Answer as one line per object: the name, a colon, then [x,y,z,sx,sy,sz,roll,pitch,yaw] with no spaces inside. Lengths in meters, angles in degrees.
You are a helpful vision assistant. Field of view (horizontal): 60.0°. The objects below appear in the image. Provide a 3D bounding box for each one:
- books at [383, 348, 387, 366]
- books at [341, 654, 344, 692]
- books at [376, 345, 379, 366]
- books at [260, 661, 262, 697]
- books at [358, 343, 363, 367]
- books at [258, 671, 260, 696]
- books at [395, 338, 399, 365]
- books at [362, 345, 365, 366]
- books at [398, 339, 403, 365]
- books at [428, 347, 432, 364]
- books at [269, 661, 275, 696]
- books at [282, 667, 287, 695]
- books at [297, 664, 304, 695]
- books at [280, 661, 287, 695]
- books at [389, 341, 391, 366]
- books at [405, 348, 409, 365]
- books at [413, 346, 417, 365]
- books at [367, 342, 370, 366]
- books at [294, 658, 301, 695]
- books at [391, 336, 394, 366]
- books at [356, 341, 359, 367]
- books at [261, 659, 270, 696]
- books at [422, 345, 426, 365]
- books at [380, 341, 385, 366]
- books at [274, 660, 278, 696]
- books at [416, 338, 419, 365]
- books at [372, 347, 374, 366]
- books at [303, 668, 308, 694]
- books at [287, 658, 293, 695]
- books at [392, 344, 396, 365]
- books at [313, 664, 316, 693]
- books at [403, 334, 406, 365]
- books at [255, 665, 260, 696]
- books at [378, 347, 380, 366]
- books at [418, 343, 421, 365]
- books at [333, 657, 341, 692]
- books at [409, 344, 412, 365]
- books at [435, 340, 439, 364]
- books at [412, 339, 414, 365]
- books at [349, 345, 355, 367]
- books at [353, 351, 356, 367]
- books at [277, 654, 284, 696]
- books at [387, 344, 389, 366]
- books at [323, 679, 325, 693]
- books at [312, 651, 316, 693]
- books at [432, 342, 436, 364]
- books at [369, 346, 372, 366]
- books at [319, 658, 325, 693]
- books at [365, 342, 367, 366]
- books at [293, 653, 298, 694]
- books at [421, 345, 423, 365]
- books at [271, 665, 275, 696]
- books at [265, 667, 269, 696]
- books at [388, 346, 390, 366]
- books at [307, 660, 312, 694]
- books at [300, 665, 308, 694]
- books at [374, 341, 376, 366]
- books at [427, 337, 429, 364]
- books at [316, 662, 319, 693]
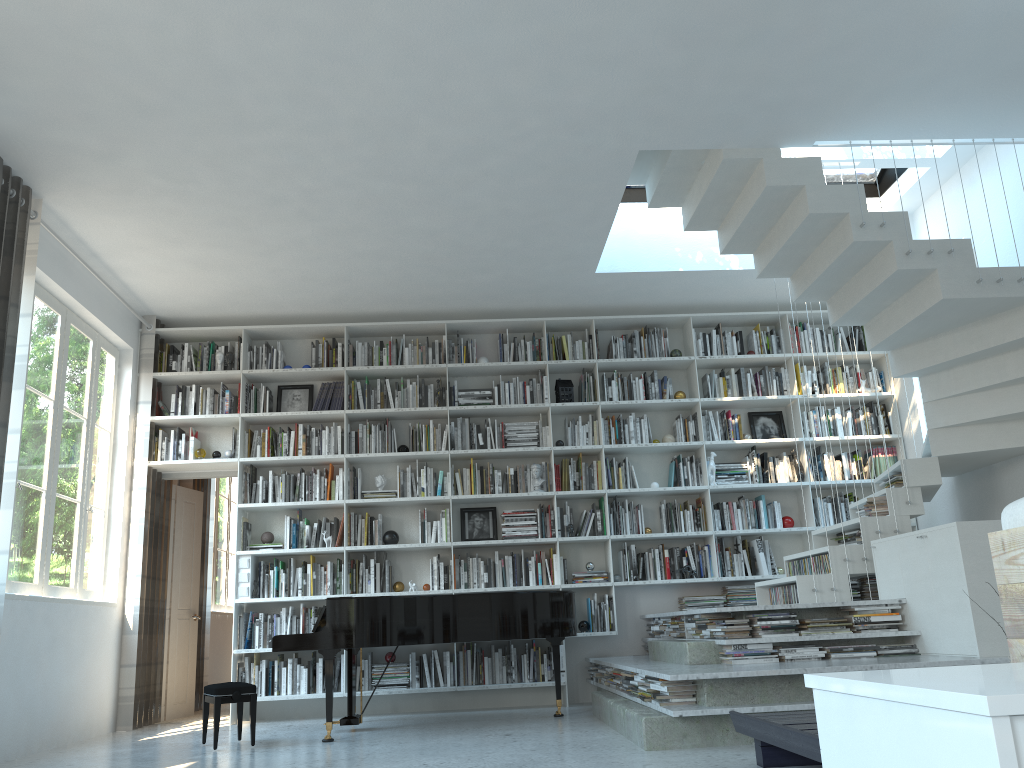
books: [-1.078,-0.190,7.570,0.030,0.201,0.152,-2,-15,-3]
books: [-1.308,2.250,6.910,0.027,0.275,0.144,-2,-15,-3]
books: [-1.147,-0.198,7.587,0.025,0.234,0.130,-2,-15,-3]
books: [-1.919,2.269,6.843,0.013,0.261,0.174,-2,-15,-3]
books: [-1.286,-0.210,7.559,0.031,0.254,0.146,-2,-15,-3]
books: [-1.935,2.311,6.851,0.022,0.185,0.146,-2,-15,-3]
books: [-0.981,-0.232,7.574,0.013,0.275,0.165,-2,-15,-3]
books: [-1.258,-0.195,7.552,0.023,0.219,0.182,-2,-15,-3]
books: [-0.949,-0.232,7.574,0.052,0.272,0.173,-2,-15,-3]
books: [-0.694,-0.197,7.577,0.031,0.184,0.177,-2,-15,-3]
books: [-1.857,2.278,6.871,0.022,0.251,0.140,-2,-15,-3]
books: [-1.745,2.293,6.848,0.030,0.201,0.168,-2,-15,-3]
books: [-1.636,2.282,6.861,0.021,0.217,0.191,-2,-15,-3]
books: [-1.773,2.279,6.876,0.022,0.245,0.135,-2,-15,-3]
books: [-1.032,-0.218,7.569,0.013,0.251,0.184,-2,-15,-3]
books: [-0.892,-0.192,7.572,0.031,0.189,0.182,-2,-15,-3]
books: [-0.823,-0.201,7.596,0.029,0.213,0.142,-2,-15,-3]
books: [-1.218,-0.211,7.557,0.012,0.249,0.174,-2,-15,-3]
books: [-1.661,2.260,6.866,0.025,0.265,0.160,-2,-15,-3]
books: [-1.022,-0.240,7.578,0.010,0.298,0.151,-2,-15,-3]
books: [-1.314,-0.216,7.579,0.021,0.278,0.141,-2,-15,-3]
books: [-1.901,2.268,6.851,0.023,0.265,0.177,-2,-15,-3]
books: [-0.745,-0.206,7.565,0.026,0.199,0.187,-2,-15,-3]
books: [-1.109,-0.218,7.585,0.028,0.267,0.152,-2,-15,-3]
books: [-1.811,2.273,6.870,0.027,0.256,0.160,-2,-15,-3]
books: [-0.802,-0.234,7.578,0.014,0.265,0.192,-2,-15,-3]
books: [-1.174,-0.192,7.555,0.014,0.207,0.167,-2,-15,-3]
books: [-1.581,2.293,6.853,0.031,0.187,0.190,-2,-15,-3]
books: [-1.702,2.261,6.863,0.031,0.265,0.187,-2,-15,-3]
books: [-1.001,-0.207,7.582,0.029,0.235,0.130,-2,-15,-3]
books: [-1.520,2.286,6.888,0.024,0.213,0.137,-2,-15,-3]
books: [-0.918,-0.250,7.594,0.014,0.314,0.166,-2,-15,-3]
books: [-1.957,2.290,6.848,0.022,0.225,0.155,-2,-15,-3]
books: [-1.128,-0.192,7.578,0.012,0.215,0.150,-2,-15,-3]
books: [-0.783,-0.215,7.581,0.021,0.228,0.161,-2,-15,-3]
books: [-1.354,2.261,6.903,0.065,0.255,0.156,-2,-15,-3]
books: [-0.865,-0.213,7.587,0.026,0.235,0.134,-2,-15,-3]
books: [-0.641,-0.231,7.608,0.029,0.260,0.152,-2,-15,-3]
books: [-0.846,-0.229,7.594,0.014,0.268,0.156,-2,-15,-3]
books: [-1.361,-0.201,7.547,0.029,0.237,0.156,-2,-15,-3]
books: [-1.334,-0.171,7.556,0.024,0.182,0.133,-2,-15,-3]
books: [-1.791,2.247,6.862,0.013,0.299,0.184,-2,-15,-3]
books: [-1.057,-0.207,7.572,0.013,0.234,0.155,-2,-15,-3]
books: [-1.440,2.262,6.907,0.040,0.263,0.138,-2,-15,-3]
books: [-1.540,2.241,6.901,0.013,0.309,0.131,-2,-15,-3]
books: [-0.668,-0.221,7.595,0.026,0.236,0.149,-2,-15,-3]
books: [-1.196,-0.195,7.541,0.029,0.207,0.179,-2,-15,-3]
books: [-1.472,2.261,6.882,0.027,0.255,0.179,-2,-15,-3]
books: [-1.236,-0.210,7.561,0.023,0.250,0.171,-2,-15,-3]
books: [-1.682,2.247,6.887,0.014,0.303,0.140,-2,-15,-3]
books: [-0.765,-0.208,7.567,0.013,0.206,0.178,-2,-15,-3]
books: [-1.834,2.290,6.858,0.022,0.220,0.163,-2,-15,-3]
books: [-1.878,2.300,6.860,0.022,0.205,0.159,-2,-15,-3]
books: [-1.044,-0.201,7.563,0.011,0.215,0.160,-2,-15,-3]
books: [-1.555,2.265,6.862,0.023,0.243,0.188,-2,-15,-3]
books: [-1.611,2.287,6.860,0.028,0.205,0.171,-2,-15,-3]
books: [-1.164,-0.219,7.565,0.010,0.263,0.161,-2,-15,-3]
books: [-0.718,-0.244,7.594,0.013,0.284,0.160,-2,-15,-3]
books: [-1.496,2.277,6.879,0.022,0.224,0.141,-2,-15,-3]
